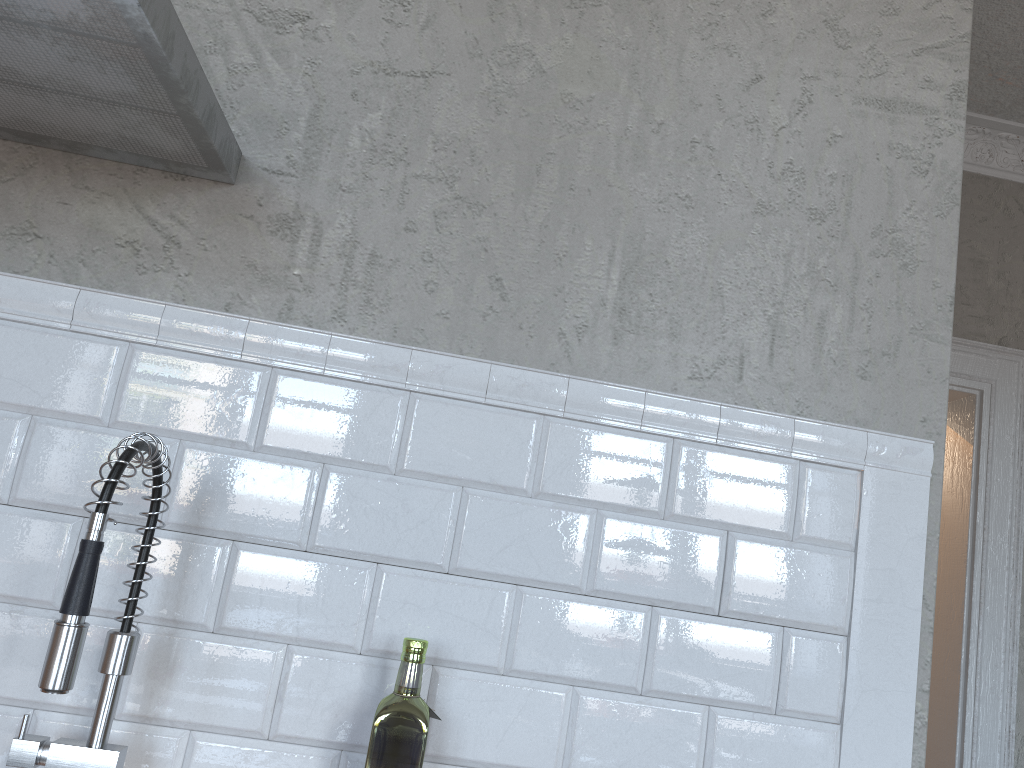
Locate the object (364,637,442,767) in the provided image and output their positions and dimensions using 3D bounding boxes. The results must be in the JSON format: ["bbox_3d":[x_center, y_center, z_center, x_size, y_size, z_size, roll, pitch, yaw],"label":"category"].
[{"bbox_3d":[-0.133,0.453,1.069,0.082,0.282,0.089,10,-12,-4],"label":"object"}]

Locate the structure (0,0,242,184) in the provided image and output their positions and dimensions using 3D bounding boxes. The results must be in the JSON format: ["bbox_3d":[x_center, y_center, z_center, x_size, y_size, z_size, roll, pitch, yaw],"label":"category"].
[{"bbox_3d":[-0.593,-1.188,1.072,0.714,1.598,0.709,10,-12,-4],"label":"structure"}]

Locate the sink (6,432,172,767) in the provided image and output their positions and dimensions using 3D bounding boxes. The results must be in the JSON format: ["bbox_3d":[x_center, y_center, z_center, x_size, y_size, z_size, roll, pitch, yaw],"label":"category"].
[{"bbox_3d":[-0.451,0.378,0.789,0.488,0.721,0.525,10,-12,-4],"label":"sink"}]
